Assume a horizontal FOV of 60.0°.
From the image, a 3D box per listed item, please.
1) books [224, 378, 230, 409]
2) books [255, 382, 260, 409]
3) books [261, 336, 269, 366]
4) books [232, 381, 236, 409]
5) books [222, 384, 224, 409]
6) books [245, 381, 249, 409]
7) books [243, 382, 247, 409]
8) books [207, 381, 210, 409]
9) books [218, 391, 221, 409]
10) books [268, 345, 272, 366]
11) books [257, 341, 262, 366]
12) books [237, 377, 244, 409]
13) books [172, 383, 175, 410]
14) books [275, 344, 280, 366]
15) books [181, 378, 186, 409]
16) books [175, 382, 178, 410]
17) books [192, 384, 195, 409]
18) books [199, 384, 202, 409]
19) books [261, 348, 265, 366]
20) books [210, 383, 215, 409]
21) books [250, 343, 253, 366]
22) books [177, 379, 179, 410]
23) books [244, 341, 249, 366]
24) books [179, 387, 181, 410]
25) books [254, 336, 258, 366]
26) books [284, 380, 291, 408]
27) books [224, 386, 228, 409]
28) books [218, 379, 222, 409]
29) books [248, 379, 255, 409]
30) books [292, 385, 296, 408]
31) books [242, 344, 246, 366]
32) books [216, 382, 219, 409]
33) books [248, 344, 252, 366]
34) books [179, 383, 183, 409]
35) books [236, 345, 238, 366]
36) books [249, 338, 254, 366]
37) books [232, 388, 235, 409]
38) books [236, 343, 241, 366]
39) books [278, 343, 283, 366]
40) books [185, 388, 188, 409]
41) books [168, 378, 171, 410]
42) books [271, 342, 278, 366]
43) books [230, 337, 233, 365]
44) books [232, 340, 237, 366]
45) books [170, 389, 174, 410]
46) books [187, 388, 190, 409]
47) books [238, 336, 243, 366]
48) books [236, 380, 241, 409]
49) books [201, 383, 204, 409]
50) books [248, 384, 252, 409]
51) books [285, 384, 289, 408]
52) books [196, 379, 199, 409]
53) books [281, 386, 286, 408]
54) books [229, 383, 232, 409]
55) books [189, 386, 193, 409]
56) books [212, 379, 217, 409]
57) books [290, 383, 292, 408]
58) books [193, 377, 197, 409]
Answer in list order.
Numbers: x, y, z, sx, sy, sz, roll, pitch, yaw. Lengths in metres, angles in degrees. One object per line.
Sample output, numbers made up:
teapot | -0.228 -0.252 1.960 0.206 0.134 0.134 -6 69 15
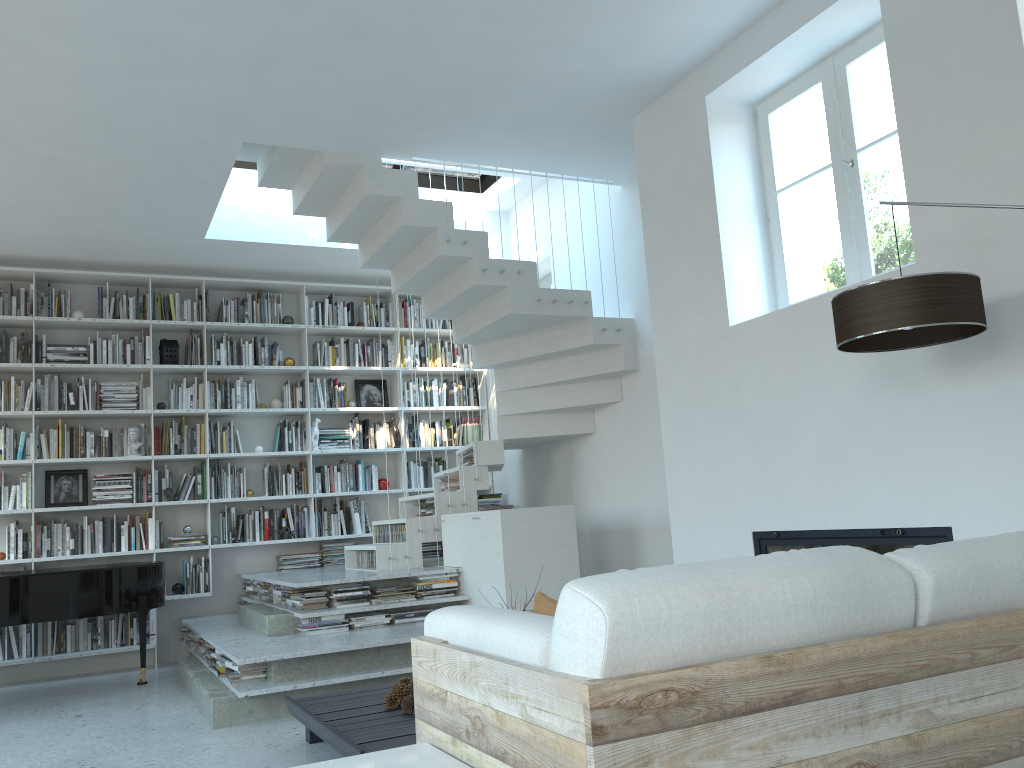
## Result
books | -2.423 0.101 7.543 0.014 0.280 0.177 0 -9 -26
books | -2.214 0.119 7.670 0.034 0.253 0.161 0 -9 -26
books | -2.157 -0.263 7.734 0.029 0.285 0.183 0 -9 -26
books | -2.377 0.116 7.586 0.011 0.256 0.131 0 -9 -26
books | -2.464 0.125 7.538 0.013 0.236 0.157 0 -9 -26
books | -2.291 0.115 7.636 0.024 0.261 0.134 0 -9 -26
books | -2.304 0.120 7.606 0.025 0.244 0.183 0 -9 -26
books | -2.573 0.116 7.473 0.028 0.251 0.190 0 -9 -26
books | -2.491 0.154 7.523 0.021 0.178 0.137 0 -9 -26
books | -2.134 -0.225 7.755 0.030 0.212 0.157 0 -9 -26
books | -2.210 -0.238 7.713 0.030 0.237 0.186 0 -9 -26
books | -2.335 0.097 7.611 0.027 0.295 0.159 0 -9 -26
books | -2.817 0.123 7.375 0.024 0.242 0.159 0 -9 -26
books | -2.075 -0.227 7.781 0.048 0.216 0.182 0 -9 -26
books | -2.736 0.102 7.381 0.028 0.275 0.187 0 -9 -26
books | -2.799 0.119 7.378 0.028 0.249 0.164 0 -9 -26
books | -2.677 0.126 7.430 0.024 0.233 0.150 0 -9 -26
books | -2.625 0.126 7.437 0.028 0.229 0.177 0 -9 -26
books | -2.184 -0.210 7.726 0.027 0.181 0.176 0 -9 -26
books | -2.546 0.124 7.512 0.030 0.242 0.138 0 -9 -26
books | -2.268 -0.230 7.688 0.011 0.222 0.159 0 -9 -26
books | -2.787 0.106 7.387 0.019 0.275 0.146 0 -9 -26
books | -2.303 -0.237 7.673 0.023 0.236 0.149 0 -9 -26
books | -2.774 0.140 7.386 0.023 0.207 0.171 0 -9 -26
books | -2.239 -0.259 7.724 0.012 0.284 0.160 0 -9 -26
books | -1.968 0.110 7.774 0.015 0.267 0.164 0 -9 -26
books | -2.447 0.136 7.547 0.026 0.215 0.161 0 -9 -26
books | -2.486 0.105 7.553 0.014 0.283 0.135 0 -9 -26
books | -2.239 0.105 7.634 0.024 0.272 0.170 0 -9 -26
books | -1.933 0.131 7.801 0.016 0.227 0.160 0 -9 -26
books | -2.329 -0.225 7.672 0.025 0.216 0.144 0 -9 -26
books | -2.504 0.118 7.510 0.014 0.247 0.177 0 -9 -26
books | -2.276 -0.226 7.667 0.021 0.208 0.181 0 -9 -26
books | -2.759 0.125 7.390 0.023 0.235 0.178 0 -9 -26
books | -2.383 -0.224 7.647 0.014 0.214 0.132 0 -9 -26
books | -2.260 -0.251 7.697 0.012 0.264 0.156 0 -9 -26
books | -2.389 0.146 7.568 0.025 0.194 0.171 0 -9 -26
books | -2.366 -0.228 7.660 0.028 0.223 0.142 0 -9 -26
books | -2.050 -0.230 7.814 0.026 0.229 0.140 0 -9 -26
books | -2.724 0.144 7.393 0.024 0.194 0.173 0 -9 -26
books | -2.847 0.102 7.364 0.018 0.285 0.160 0 -9 -26
books | -2.092 -0.238 7.764 0.054 0.235 0.171 0 -9 -26
books | -2.424 -0.254 7.638 0.012 0.276 0.133 0 -9 -26
books | -2.395 -0.241 7.623 0.027 0.241 0.160 0 -9 -26
books | -2.823 0.148 7.344 0.028 0.185 0.181 0 -9 -26
books | -2.708 0.144 7.404 0.027 0.196 0.185 0 -9 -26
books | -2.349 -0.258 7.670 0.013 0.284 0.154 0 -9 -26
books | -2.348 0.109 7.574 0.030 0.262 0.182 0 -9 -26
books | -2.615 0.124 7.460 0.026 0.237 0.173 0 -9 -26
books | -2.263 0.127 7.631 0.021 0.232 0.183 0 -9 -26
books | -1.984 0.129 7.776 0.012 0.232 0.154 0 -9 -26
books | -2.649 0.105 7.448 0.025 0.276 0.173 0 -9 -26
books | -2.003 0.136 7.772 0.015 0.220 0.140 0 -9 -26
books | -2.408 0.123 7.553 0.022 0.237 0.164 0 -9 -26
books | -2.690 0.137 7.414 0.029 0.211 0.158 0 -9 -26
books | -2.525 0.106 7.520 0.014 0.278 0.154 0 -9 -26
books | -1.958 0.123 7.789 0.016 0.243 0.152 0 -9 -26
books | -2.664 0.097 7.444 0.028 0.293 0.154 0 -9 -26
